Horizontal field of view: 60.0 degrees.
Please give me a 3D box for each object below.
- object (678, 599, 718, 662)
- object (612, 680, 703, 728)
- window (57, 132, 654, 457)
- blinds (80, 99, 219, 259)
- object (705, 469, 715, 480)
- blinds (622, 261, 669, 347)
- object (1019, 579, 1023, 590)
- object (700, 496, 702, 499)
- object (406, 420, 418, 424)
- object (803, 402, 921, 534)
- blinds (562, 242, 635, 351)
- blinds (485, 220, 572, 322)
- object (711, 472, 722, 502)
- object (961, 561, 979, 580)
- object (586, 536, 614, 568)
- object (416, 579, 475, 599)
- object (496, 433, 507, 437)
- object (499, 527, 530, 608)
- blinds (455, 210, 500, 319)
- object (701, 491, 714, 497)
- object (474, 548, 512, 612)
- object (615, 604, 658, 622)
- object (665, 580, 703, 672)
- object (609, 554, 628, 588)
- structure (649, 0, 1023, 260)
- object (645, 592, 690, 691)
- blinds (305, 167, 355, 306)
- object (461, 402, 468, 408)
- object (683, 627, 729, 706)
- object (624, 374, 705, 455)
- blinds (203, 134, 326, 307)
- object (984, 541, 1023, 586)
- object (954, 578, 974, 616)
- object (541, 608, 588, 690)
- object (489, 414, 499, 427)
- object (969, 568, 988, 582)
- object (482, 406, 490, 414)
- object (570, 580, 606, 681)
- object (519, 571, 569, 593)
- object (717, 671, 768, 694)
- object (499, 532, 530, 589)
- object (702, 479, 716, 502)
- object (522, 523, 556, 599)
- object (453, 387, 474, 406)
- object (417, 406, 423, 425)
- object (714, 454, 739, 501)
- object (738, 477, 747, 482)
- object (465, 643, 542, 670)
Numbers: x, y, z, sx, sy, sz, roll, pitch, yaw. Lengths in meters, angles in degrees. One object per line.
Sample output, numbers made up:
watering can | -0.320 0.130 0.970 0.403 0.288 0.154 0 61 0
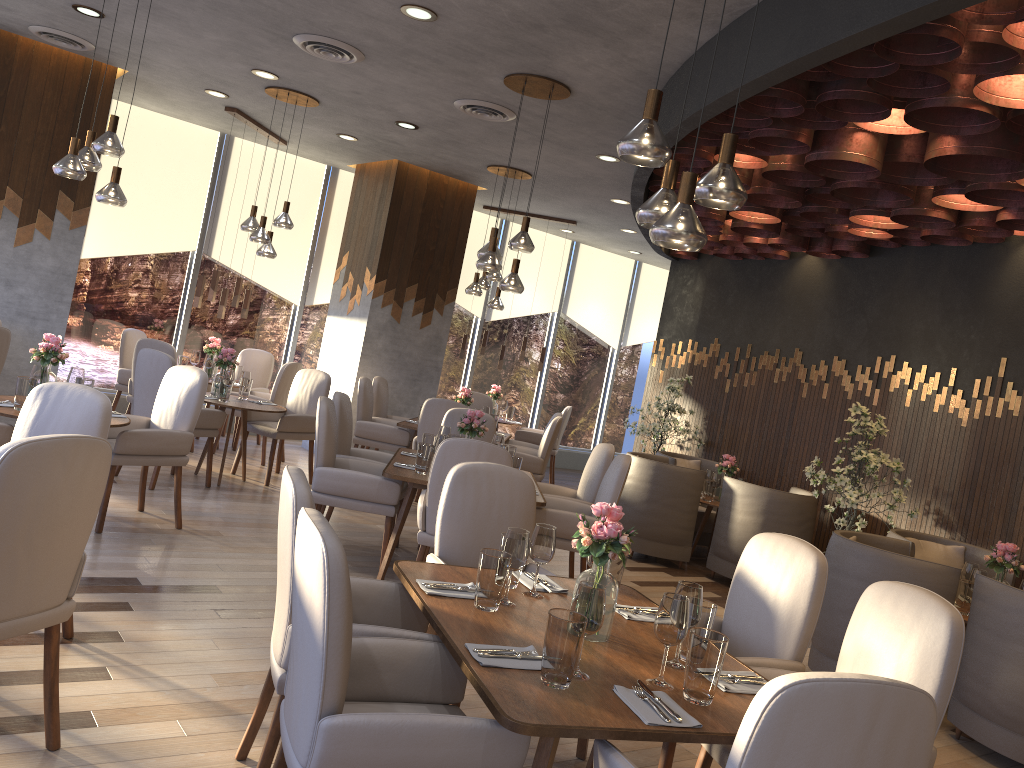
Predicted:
object | 0.551 0.743 2.668 0.102 0.178 0.102 11 0 -3
object | 0.354 0.799 2.234 0.157 0.019 0.255 11 2 -18
window | -2.530 -1.104 6.691 8.067 3.199 16.112 11 2 9
blinds | -3.654 -2.463 9.130 1.170 2.681 0.007 11 0 -36
object | 1.746 0.882 7.870 0.092 0.244 0.092 11 0 31
blinds | 2.356 -1.780 13.557 1.170 2.681 0.007 11 0 -36
object | 2.771 1.183 4.781 0.092 0.244 0.092 11 0 27
object | 1.576 0.969 7.713 0.254 0.019 0.158 11 2 -15
object | -0.864 0.364 8.318 0.255 0.019 0.157 11 2 6
object | 2.434 0.941 6.298 0.787 1.616 0.747 11 0 -10
blinds | 1.355 -1.885 12.820 1.170 2.681 0.007 11 0 -36
blinds | 0.366 -2.056 12.084 1.170 2.681 0.007 11 0 -36
object | 1.751 0.890 7.657 0.092 0.244 0.092 11 0 27
object | 2.602 1.141 5.052 0.092 0.244 0.092 11 0 -42
object | 0.300 0.646 3.116 0.092 0.244 0.092 11 0 -16
object | -0.181 0.672 2.918 0.254 0.019 0.158 10 2 -20
object | -0.180 0.484 8.746 0.255 0.019 0.157 11 2 7
object | -0.001 0.594 2.877 0.092 0.244 0.092 11 0 -1
blinds | -0.618 -2.248 11.347 1.170 2.681 0.007 11 0 -36
object | 1.772 0.997 8.029 0.157 0.019 0.255 11 2 -17
object | -0.065 0.618 2.786 0.102 0.178 0.102 11 0 -14
object | 0.435 0.788 3.072 0.254 0.019 0.158 10 2 -19
object | 0.497 0.702 2.578 0.092 0.244 0.092 11 0 23
object | 0.354 0.687 3.206 0.102 0.178 0.102 11 0 27
structure | 2.356 -1.327 4.892 2.753 0.557 9.463 11 2 -7
object | 0.422 0.693 2.394 0.092 0.244 0.092 11 0 -15
blinds | -1.676 -2.133 10.602 1.170 2.681 0.007 11 0 -36
object | -0.494 0.303 8.888 0.092 0.244 0.092 11 0 -16
object | 0.503 0.744 2.330 0.102 0.178 0.102 11 1 -42
object | 1.462 0.665 8.948 0.744 1.616 0.790 11 0 -30
blinds | -2.667 -2.285 9.866 1.170 2.681 0.007 11 0 -36
object | 2.707 1.079 4.917 0.197 0.416 0.210 11 0 -24
object | 2.444 1.152 4.785 0.102 0.178 0.102 11 1 39
object | 0.125 0.673 2.247 0.102 0.178 0.102 11 0 -14
object | -0.193 0.395 8.910 0.102 0.178 0.102 11 1 33
object | 2.539 1.136 4.846 0.092 0.244 0.092 11 0 22
object | -0.280 0.346 8.856 0.092 0.244 0.092 11 0 -41
object | 0.190 0.649 2.338 0.092 0.244 0.092 11 0 44
object | 0.106 0.719 3.209 0.157 0.019 0.255 10 2 -23
object | 0.632 0.844 2.534 0.254 0.019 0.158 10 2 -19
object | -0.004 0.620 3.103 0.102 0.178 0.102 11 0 -17
object | 1.678 0.912 7.571 0.102 0.178 0.102 11 0 11
object | 0.095 0.608 3.047 0.092 0.244 0.092 11 0 -20
object | -0.477 0.234 8.548 0.210 0.416 0.197 11 0 31
object | -0.817 0.297 8.154 0.102 0.178 0.102 11 0 12
object | 1.878 0.824 7.778 0.210 0.416 0.197 11 0 31
object | 1.972 0.933 7.659 0.092 0.244 0.092 11 0 4
object | 0.010 0.727 2.379 0.254 0.019 0.158 10 2 -20
